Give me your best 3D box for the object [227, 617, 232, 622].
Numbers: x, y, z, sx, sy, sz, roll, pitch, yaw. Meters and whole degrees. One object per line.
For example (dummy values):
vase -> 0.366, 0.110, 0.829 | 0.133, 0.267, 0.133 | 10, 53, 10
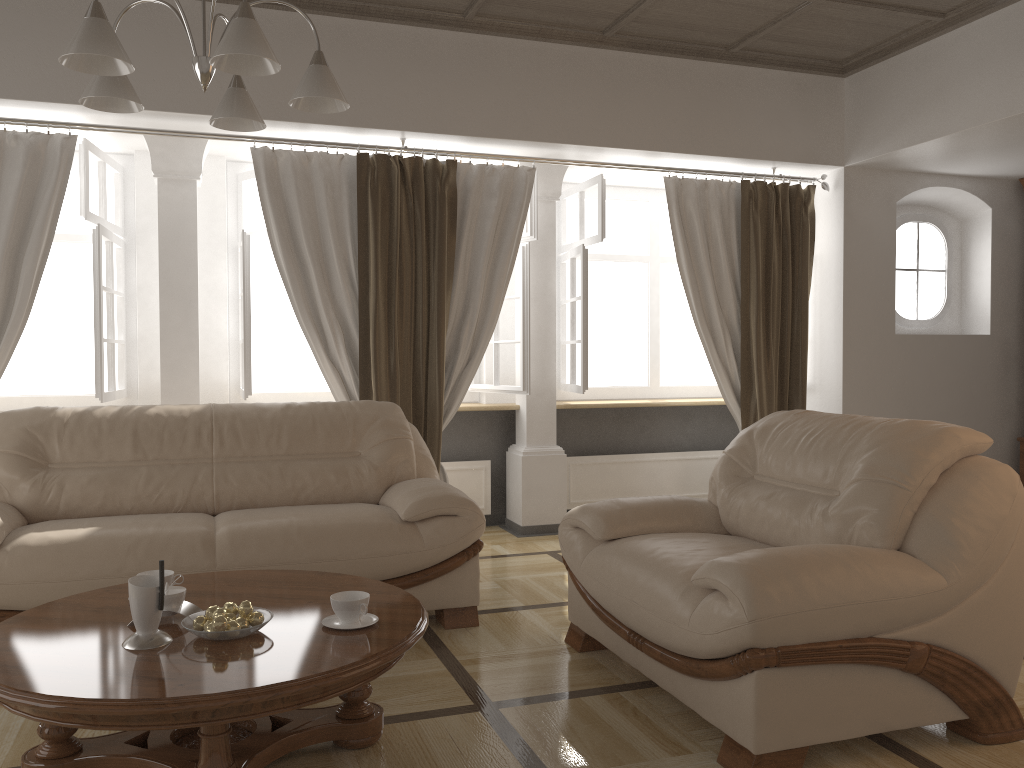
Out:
object -> -0.742, 0.622, 2.294 | 0.039, 0.038, 0.041 | 1, 2, 23

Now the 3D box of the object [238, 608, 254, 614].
object -> -0.712, 0.604, 2.368 | 0.039, 0.039, 0.041 | 1, 2, 30

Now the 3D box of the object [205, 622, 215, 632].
object -> -0.747, 0.617, 2.225 | 0.041, 0.039, 0.039 | -2, 2, -41

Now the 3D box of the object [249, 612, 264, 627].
object -> -0.667, 0.615, 2.315 | 0.039, 0.039, 0.040 | 0, 2, -8

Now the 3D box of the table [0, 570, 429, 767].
table -> -0.814, 0.837, 2.425 | 1.169, 0.392, 1.167 | -1, 2, -23

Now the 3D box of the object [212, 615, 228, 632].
object -> -0.725, 0.596, 2.202 | 0.038, 0.042, 0.038 | -1, 2, -11

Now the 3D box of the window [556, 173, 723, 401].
window -> 1.088, -0.631, 6.023 | 1.653, 1.500, 0.782 | -1, 2, -19

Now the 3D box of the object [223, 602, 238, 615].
object -> -0.751, 0.603, 2.372 | 0.038, 0.040, 0.040 | -2, 2, -40

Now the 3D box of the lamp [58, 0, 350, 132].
lamp -> -0.798, -1.320, 2.370 | 0.713, 1.094, 0.741 | -1, 2, -19

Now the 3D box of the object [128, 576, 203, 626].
object -> -0.937, 0.576, 2.407 | 0.178, 0.133, 0.104 | 0, 2, -4

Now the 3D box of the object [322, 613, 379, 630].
object -> -0.432, 0.636, 2.371 | 0.150, 0.010, 0.150 | -1, 2, -29

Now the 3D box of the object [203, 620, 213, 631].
object -> -0.765, 0.622, 2.258 | 0.038, 0.040, 0.039 | -1, 2, -28

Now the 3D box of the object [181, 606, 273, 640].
object -> -0.734, 0.625, 2.293 | 0.227, 0.039, 0.227 | 0, 2, 6

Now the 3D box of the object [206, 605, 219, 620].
object -> -0.769, 0.592, 2.286 | 0.040, 0.039, 0.038 | -1, 2, -34

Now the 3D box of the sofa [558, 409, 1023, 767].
sofa -> 0.863, 0.560, 3.008 | 1.052, 0.900, 1.318 | -1, 2, -19

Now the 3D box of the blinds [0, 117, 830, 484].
blinds -> -0.688, -0.192, 4.818 | 5.765, 2.294, 0.285 | -1, 2, -19

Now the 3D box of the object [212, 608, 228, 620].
object -> -0.742, 0.588, 2.251 | 0.037, 0.041, 0.040 | 0, 2, 4

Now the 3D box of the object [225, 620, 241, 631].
object -> -0.703, 0.615, 2.228 | 0.041, 0.041, 0.038 | -1, 2, -34

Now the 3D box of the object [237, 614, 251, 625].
object -> -0.705, 0.621, 2.333 | 0.040, 0.038, 0.039 | 0, 2, 6

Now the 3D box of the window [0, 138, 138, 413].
window -> -2.859, -0.576, 4.669 | 1.600, 1.500, 0.781 | -1, 2, -19

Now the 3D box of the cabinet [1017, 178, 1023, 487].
cabinet -> 4.074, -0.211, 5.010 | 0.587, 2.298, 2.360 | -1, 2, -19

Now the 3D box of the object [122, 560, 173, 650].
object -> -0.914, 0.542, 2.221 | 0.119, 0.210, 0.119 | -2, 2, -41

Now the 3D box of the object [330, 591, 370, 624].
object -> -0.432, 0.602, 2.365 | 0.105, 0.071, 0.114 | 0, 2, -4

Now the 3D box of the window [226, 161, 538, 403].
window -> -0.797, -0.605, 5.389 | 1.759, 1.500, 0.784 | -1, 2, -20

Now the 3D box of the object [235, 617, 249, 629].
object -> -0.701, 0.622, 2.293 | 0.039, 0.039, 0.040 | -1, 2, -29

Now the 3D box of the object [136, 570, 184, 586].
object -> -1.051, 0.596, 2.625 | 0.105, 0.071, 0.114 | 1, 2, 31

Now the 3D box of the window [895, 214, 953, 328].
window -> 2.789, -0.777, 6.117 | 0.600, 0.784, 0.050 | -1, 2, -19

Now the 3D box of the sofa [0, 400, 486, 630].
sofa -> -1.263, 0.545, 3.756 | 2.135, 0.900, 1.051 | -1, 2, -19

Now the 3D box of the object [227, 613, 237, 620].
object -> -0.745, 0.621, 2.336 | 0.040, 0.037, 0.040 | 0, 2, 6

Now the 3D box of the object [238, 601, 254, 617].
object -> -0.693, 0.586, 2.311 | 0.038, 0.044, 0.038 | -1, 2, -13

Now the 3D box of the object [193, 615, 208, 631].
object -> -0.801, 0.616, 2.278 | 0.037, 0.040, 0.041 | 0, 2, -6
